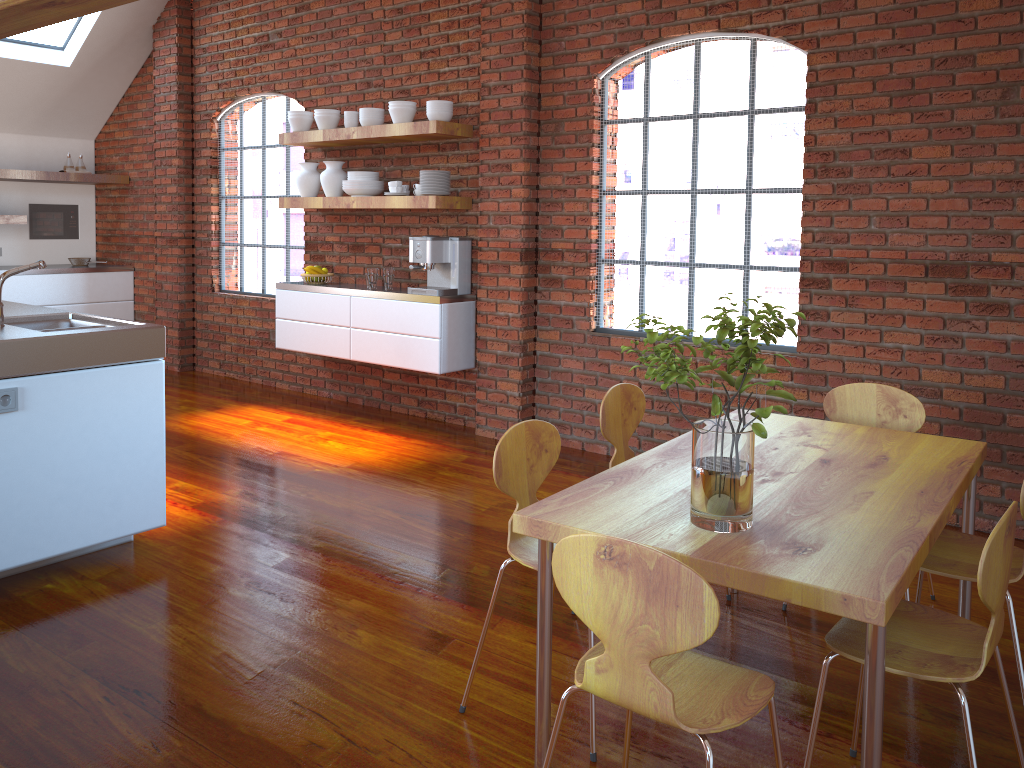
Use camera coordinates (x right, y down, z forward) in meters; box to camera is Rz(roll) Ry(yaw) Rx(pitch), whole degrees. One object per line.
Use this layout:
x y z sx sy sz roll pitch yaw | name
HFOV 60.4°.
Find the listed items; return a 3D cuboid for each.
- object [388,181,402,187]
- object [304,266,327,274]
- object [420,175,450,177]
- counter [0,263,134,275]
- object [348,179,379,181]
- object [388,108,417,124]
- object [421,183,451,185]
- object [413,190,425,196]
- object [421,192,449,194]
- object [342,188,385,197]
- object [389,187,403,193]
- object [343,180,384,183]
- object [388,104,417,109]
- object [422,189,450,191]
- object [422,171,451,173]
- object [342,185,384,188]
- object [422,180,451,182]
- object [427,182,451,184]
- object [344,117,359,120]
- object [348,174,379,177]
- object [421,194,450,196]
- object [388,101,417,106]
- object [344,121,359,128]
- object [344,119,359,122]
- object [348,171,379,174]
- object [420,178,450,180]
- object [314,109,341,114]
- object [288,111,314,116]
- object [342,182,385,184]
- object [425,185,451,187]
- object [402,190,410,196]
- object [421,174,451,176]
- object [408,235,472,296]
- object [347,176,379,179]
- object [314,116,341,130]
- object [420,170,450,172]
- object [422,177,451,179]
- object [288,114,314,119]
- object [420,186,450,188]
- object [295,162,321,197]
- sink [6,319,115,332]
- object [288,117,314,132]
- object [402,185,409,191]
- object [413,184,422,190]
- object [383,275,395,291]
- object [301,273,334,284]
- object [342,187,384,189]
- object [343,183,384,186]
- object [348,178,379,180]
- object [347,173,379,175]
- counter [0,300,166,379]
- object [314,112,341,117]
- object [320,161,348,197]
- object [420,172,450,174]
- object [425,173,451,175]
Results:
-0.757 -1.282 5.687 0.092 0.058 0.101 4 9 22 | object
-1.389 -0.800 6.261 0.184 0.084 0.067 -1 6 -14 | object
-0.482 -1.299 5.519 0.195 0.014 0.196 -6 13 -34 | object
-4.433 -0.991 7.678 0.719 0.044 1.999 9 13 37 | counter
-1.002 -1.347 5.932 0.214 0.054 0.216 6 11 29 | object
-0.702 -1.706 5.640 0.180 0.103 0.183 2 9 8 | object
-0.482 -1.248 5.522 0.195 0.014 0.196 -6 13 -34 | object
-0.584 -1.229 5.676 0.092 0.046 0.100 -2 10 -17 | object
-0.483 -1.193 5.525 0.195 0.014 0.196 -6 13 -34 | object
-1.002 -1.287 5.935 0.282 0.055 0.285 5 11 21 | object
-0.752 -1.250 5.687 0.092 0.046 0.099 7 11 33 | object
-1.002 -1.339 5.932 0.282 0.055 0.285 5 11 21 | object
-0.701 -1.727 5.639 0.180 0.103 0.183 2 9 8 | object
-0.483 -1.211 5.524 0.195 0.014 0.196 -6 13 -34 | object
-0.481 -1.322 5.518 0.195 0.014 0.196 -6 13 -34 | object
-1.002 -1.309 5.934 0.282 0.055 0.285 5 11 21 | object
-0.482 -1.266 5.521 0.195 0.014 0.196 -6 13 -34 | object
-0.482 -1.253 5.522 0.195 0.014 0.196 -6 13 -34 | object
-1.098 -1.790 6.015 0.099 0.060 0.100 -1 9 -12 | object
-1.001 -1.379 5.930 0.214 0.054 0.216 6 11 29 | object
-0.483 -1.184 5.526 0.195 0.014 0.196 -6 13 -34 | object
-0.701 -1.750 5.637 0.180 0.103 0.183 2 9 8 | object
-1.099 -1.760 6.017 0.099 0.060 0.100 -1 9 -12 | object
-1.099 -1.777 6.016 0.099 0.060 0.100 -1 9 -12 | object
-1.001 -1.399 5.929 0.214 0.054 0.216 6 11 29 | object
-0.482 -1.280 5.520 0.195 0.014 0.196 -6 13 -34 | object
-1.279 -1.842 6.096 0.180 0.103 0.183 -2 9 -15 | object
-1.493 -1.868 6.220 0.180 0.103 0.183 -2 9 -15 | object
-1.002 -1.328 5.933 0.282 0.055 0.285 5 11 21 | object
-0.482 -1.235 5.523 0.195 0.014 0.196 -6 13 -34 | object
-0.727 -1.267 5.872 0.092 0.046 0.100 4 10 18 | object
-0.481 -1.303 5.519 0.195 0.014 0.196 -6 13 -34 | object
-0.474 -0.753 5.547 0.272 0.367 0.381 5 8 38 | object
-1.001 -1.369 5.931 0.214 0.054 0.216 6 11 29 | object
-1.280 -1.798 6.098 0.180 0.103 0.183 -2 9 -15 | object
-0.481 -1.326 5.518 0.195 0.014 0.196 -6 13 -34 | object
-0.482 -1.284 5.520 0.195 0.014 0.196 -6 13 -34 | object
-1.493 -1.845 6.221 0.180 0.103 0.183 -2 9 -15 | object
-0.482 -1.230 5.523 0.195 0.014 0.196 -6 13 -34 | object
-1.455 -1.457 6.305 0.192 0.247 0.194 0 6 -12 | object
-1.798 -0.126 3.523 0.617 0.197 0.411 8 12 38 | sink
-1.494 -1.824 6.222 0.180 0.103 0.183 -2 9 -15 | object
-0.733 -1.299 5.870 0.092 0.058 0.101 2 9 7 | object
-0.579 -1.261 5.678 0.092 0.058 0.101 -4 10 -28 | object
-0.810 -0.665 5.772 0.078 0.103 0.078 -4 8 -39 | object
-1.396 -0.755 6.311 0.235 0.070 0.239 0 10 -4 | object
-1.002 -1.298 5.935 0.282 0.055 0.285 5 11 21 | object
-1.002 -1.320 5.934 0.282 0.055 0.285 5 11 21 | object
-1.001 -1.358 5.931 0.214 0.054 0.216 6 11 29 | object
-1.001 -1.388 5.930 0.214 0.054 0.216 6 11 29 | object
-2.889 -0.289 3.995 3.162 0.129 1.032 9 13 38 | counter
-1.280 -1.819 6.097 0.180 0.103 0.183 -2 9 -15 | object
-1.240 -1.423 6.135 0.192 0.247 0.194 2 6 10 | object
-0.481 -1.317 5.518 0.195 0.014 0.196 -6 13 -34 | object
-0.481 -1.308 5.519 0.195 0.014 0.196 -6 13 -34 | object
